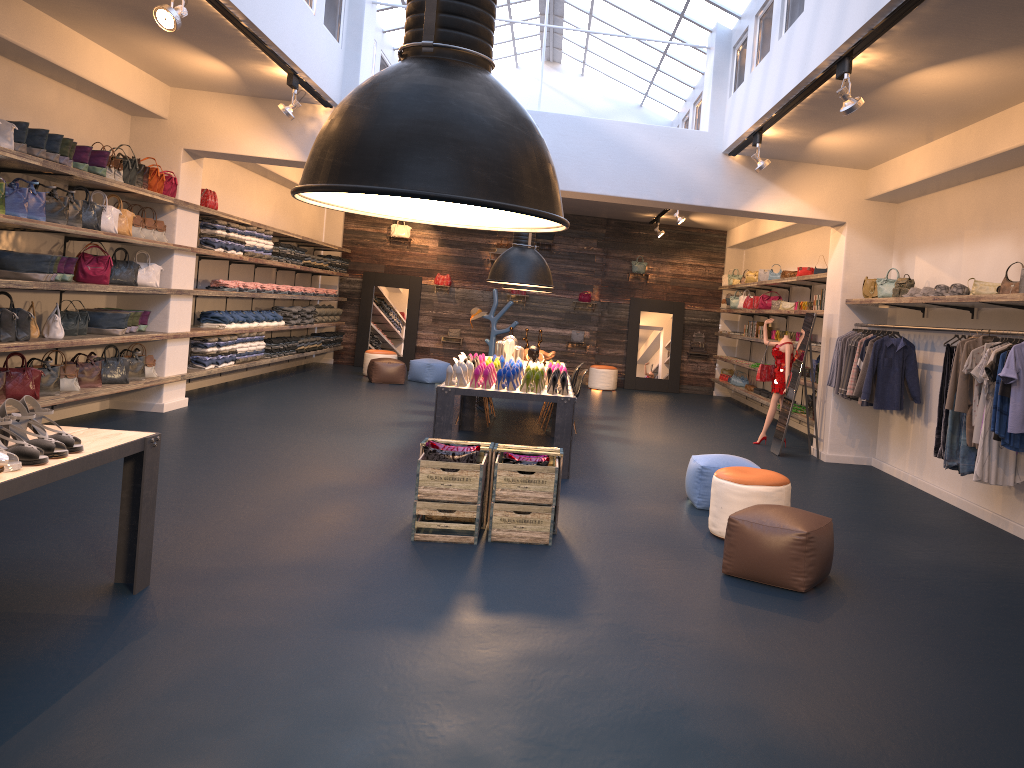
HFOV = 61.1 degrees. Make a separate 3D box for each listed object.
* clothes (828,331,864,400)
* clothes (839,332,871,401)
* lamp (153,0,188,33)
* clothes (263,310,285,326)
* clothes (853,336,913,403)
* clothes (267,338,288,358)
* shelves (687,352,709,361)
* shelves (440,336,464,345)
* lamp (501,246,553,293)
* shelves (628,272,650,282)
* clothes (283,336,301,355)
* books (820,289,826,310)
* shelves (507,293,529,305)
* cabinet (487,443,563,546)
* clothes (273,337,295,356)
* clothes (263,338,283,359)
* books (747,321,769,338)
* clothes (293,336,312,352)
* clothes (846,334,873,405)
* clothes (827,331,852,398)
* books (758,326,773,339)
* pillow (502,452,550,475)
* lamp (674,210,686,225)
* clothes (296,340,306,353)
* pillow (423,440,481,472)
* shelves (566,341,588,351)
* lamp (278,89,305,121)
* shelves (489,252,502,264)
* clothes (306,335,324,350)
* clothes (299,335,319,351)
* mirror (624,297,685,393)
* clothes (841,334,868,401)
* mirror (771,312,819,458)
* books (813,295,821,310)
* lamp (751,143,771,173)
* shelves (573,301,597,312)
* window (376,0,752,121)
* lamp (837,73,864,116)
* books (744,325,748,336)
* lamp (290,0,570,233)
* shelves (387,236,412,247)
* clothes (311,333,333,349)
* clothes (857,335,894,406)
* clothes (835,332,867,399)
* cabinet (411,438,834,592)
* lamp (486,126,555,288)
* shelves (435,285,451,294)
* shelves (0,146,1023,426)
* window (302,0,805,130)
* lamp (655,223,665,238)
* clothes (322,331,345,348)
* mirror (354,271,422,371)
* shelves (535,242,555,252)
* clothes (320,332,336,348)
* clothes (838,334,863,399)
[{"bbox_3d":[4.013,-0.220,10.244,0.551,0.814,0.120,5,1,-7],"label":"clothes"},{"bbox_3d":[4.037,-0.199,9.949,0.543,0.800,0.184,5,1,-10],"label":"clothes"},{"bbox_3d":[-2.213,-2.454,5.699,0.271,0.314,0.166,3,2,-39],"label":"lamp"},{"bbox_3d":[-3.738,-1.015,13.292,0.430,0.240,0.424,5,4,-3],"label":"clothes"},{"bbox_3d":[4.015,-0.138,9.293,0.717,0.735,0.169,5,1,-8],"label":"clothes"},{"bbox_3d":[-3.662,-0.569,13.331,0.380,0.298,0.310,4,3,-14],"label":"clothes"},{"bbox_3d":[3.924,-0.577,18.346,0.459,0.157,0.242,5,4,-5],"label":"shelves"},{"bbox_3d":[-1.225,-0.889,17.701,0.459,0.143,0.242,5,4,-5],"label":"shelves"},{"bbox_3d":[0.267,-2.063,11.536,0.649,1.645,0.751,6,1,34],"label":"lamp"},{"bbox_3d":[2.643,-2.227,18.153,0.459,0.177,0.242,5,4,-5],"label":"shelves"},{"bbox_3d":[-3.634,-0.625,13.983,0.350,0.298,0.309,5,3,4],"label":"clothes"},{"bbox_3d":[4.230,-1.091,11.306,0.242,0.287,0.633,5,4,-1],"label":"books"},{"bbox_3d":[0.115,-1.735,17.849,0.459,0.210,0.242,5,3,-5],"label":"shelves"},{"bbox_3d":[0.088,0.728,5.806,0.477,0.547,0.551,5,3,-2],"label":"cabinet"},{"bbox_3d":[-3.648,-0.597,13.656,0.357,0.298,0.303,5,3,-3],"label":"clothes"},{"bbox_3d":[-3.665,-0.540,13.008,0.372,0.298,0.326,5,3,0],"label":"clothes"},{"bbox_3d":[4.460,-0.986,15.744,0.242,0.287,0.633,5,4,-1],"label":"books"},{"bbox_3d":[-3.661,-0.686,14.864,0.424,0.251,0.342,5,4,-5],"label":"clothes"},{"bbox_3d":[4.024,-0.154,9.568,0.687,0.796,0.172,5,1,-7],"label":"clothes"},{"bbox_3d":[4.016,-0.226,10.311,0.551,0.814,0.120,5,1,-7],"label":"clothes"},{"bbox_3d":[4.447,-0.903,15.257,0.184,0.212,0.327,5,4,-1],"label":"books"},{"bbox_3d":[0.089,0.603,5.806,0.312,0.319,0.455,5,4,-1],"label":"pillow"},{"bbox_3d":[2.768,-2.762,14.335,0.222,0.327,0.195,7,2,41],"label":"lamp"},{"bbox_3d":[-3.679,-0.652,14.469,0.410,0.251,0.353,6,4,7],"label":"clothes"},{"bbox_3d":[-0.390,0.538,5.648,0.361,0.348,0.432,5,3,-2],"label":"pillow"},{"bbox_3d":[1.345,-0.785,18.021,0.459,0.183,0.242,5,3,-5],"label":"shelves"},{"bbox_3d":[-2.132,-2.682,8.375,0.259,0.327,0.167,4,2,-33],"label":"lamp"},{"bbox_3d":[-0.196,-2.512,17.796,0.567,0.316,0.241,5,2,-6],"label":"shelves"},{"bbox_3d":[-3.626,-0.756,15.672,0.424,0.251,0.342,5,4,-5],"label":"clothes"},{"bbox_3d":[-3.644,-0.722,15.278,0.410,0.251,0.353,6,4,7],"label":"clothes"},{"bbox_3d":[2.993,-0.813,18.229,1.176,1.916,0.262,5,1,-7],"label":"mirror"},{"bbox_3d":[4.015,-0.171,9.699,0.664,0.753,0.127,5,1,-5],"label":"clothes"},{"bbox_3d":[3.541,-0.003,10.651,0.530,1.764,0.498,5,1,-3],"label":"mirror"},{"bbox_3d":[4.216,-1.095,11.774,0.182,0.210,0.316,5,4,0],"label":"books"},{"bbox_3d":[2.528,-2.288,8.855,0.226,0.327,0.192,6,2,25],"label":"lamp"},{"bbox_3d":[1.503,-1.609,18.045,0.503,0.184,0.199,5,3,-6],"label":"shelves"},{"bbox_3d":[0.240,-4.340,5.561,4.362,0.835,18.638,6,5,2],"label":"window"},{"bbox_3d":[2.418,-2.058,6.201,0.166,0.327,0.260,7,3,43],"label":"lamp"},{"bbox_3d":[4.446,-0.990,16.212,0.182,0.210,0.316,5,4,0],"label":"books"},{"bbox_3d":[-0.133,-1.259,2.254,0.754,1.645,0.646,4,1,-34],"label":"lamp"},{"bbox_3d":[-2.272,-2.882,17.535,0.459,0.157,0.242,5,4,-5],"label":"shelves"},{"bbox_3d":[-3.533,-0.804,16.061,0.372,0.298,0.326,5,3,0],"label":"clothes"},{"bbox_3d":[4.016,-0.136,9.459,0.573,0.794,0.122,5,1,-5],"label":"clothes"},{"bbox_3d":[4.044,-0.213,10.109,0.543,0.800,0.184,5,1,-10],"label":"clothes"},{"bbox_3d":[0.653,0.803,5.571,2.736,0.547,0.763,6,4,9],"label":"cabinet"},{"bbox_3d":[0.153,-1.829,8.839,0.725,1.645,0.675,5,1,-11],"label":"lamp"},{"bbox_3d":[-1.419,-1.925,17.656,0.308,0.157,0.242,5,4,-4],"label":"shelves"},{"bbox_3d":[0.072,-0.541,9.538,8.727,2.221,16.719,5,5,0],"label":"shelves"},{"bbox_3d":[0.327,-3.704,9.096,4.523,0.650,11.239,5,5,1],"label":"window"},{"bbox_3d":[2.882,-2.990,16.979,0.222,0.327,0.195,7,2,41],"label":"lamp"},{"bbox_3d":[-3.512,-0.876,16.877,0.367,0.298,0.646,5,4,2],"label":"clothes"},{"bbox_3d":[-2.493,-1.267,17.542,1.176,1.916,0.262,5,1,-7],"label":"mirror"},{"bbox_3d":[0.653,-2.819,17.896,0.459,0.178,0.242,5,4,-5],"label":"shelves"},{"bbox_3d":[-3.530,-0.833,16.385,0.380,0.298,0.310,4,3,-14],"label":"clothes"},{"bbox_3d":[4.019,-0.179,9.796,0.664,0.753,0.127,5,1,-5],"label":"clothes"}]
